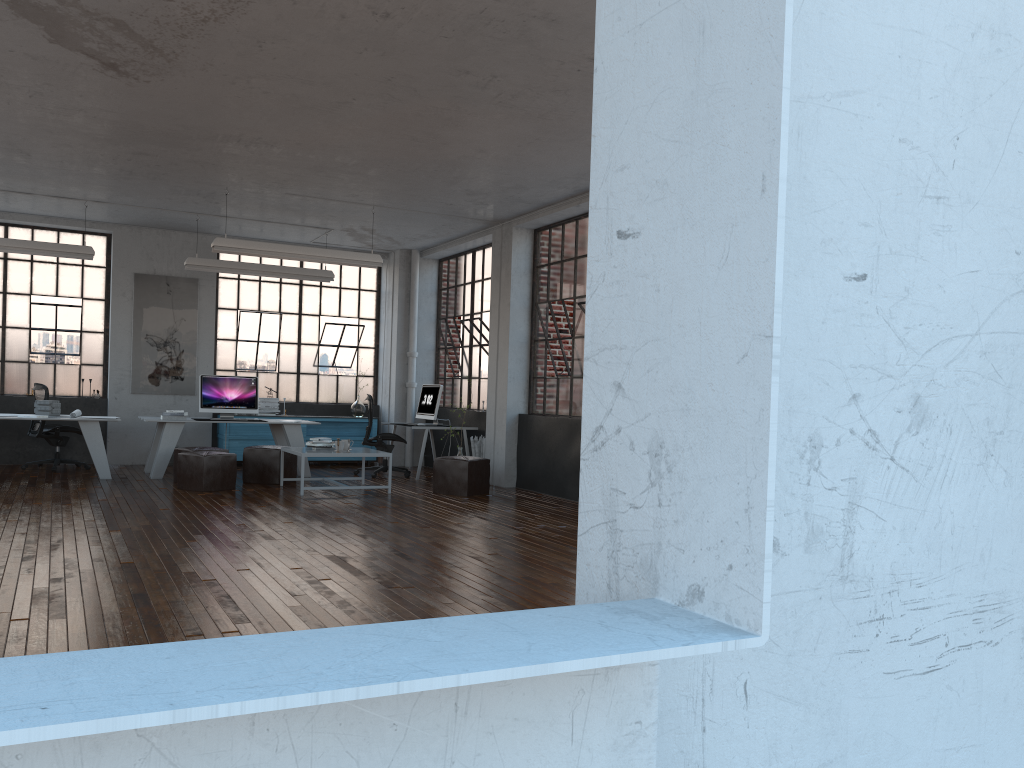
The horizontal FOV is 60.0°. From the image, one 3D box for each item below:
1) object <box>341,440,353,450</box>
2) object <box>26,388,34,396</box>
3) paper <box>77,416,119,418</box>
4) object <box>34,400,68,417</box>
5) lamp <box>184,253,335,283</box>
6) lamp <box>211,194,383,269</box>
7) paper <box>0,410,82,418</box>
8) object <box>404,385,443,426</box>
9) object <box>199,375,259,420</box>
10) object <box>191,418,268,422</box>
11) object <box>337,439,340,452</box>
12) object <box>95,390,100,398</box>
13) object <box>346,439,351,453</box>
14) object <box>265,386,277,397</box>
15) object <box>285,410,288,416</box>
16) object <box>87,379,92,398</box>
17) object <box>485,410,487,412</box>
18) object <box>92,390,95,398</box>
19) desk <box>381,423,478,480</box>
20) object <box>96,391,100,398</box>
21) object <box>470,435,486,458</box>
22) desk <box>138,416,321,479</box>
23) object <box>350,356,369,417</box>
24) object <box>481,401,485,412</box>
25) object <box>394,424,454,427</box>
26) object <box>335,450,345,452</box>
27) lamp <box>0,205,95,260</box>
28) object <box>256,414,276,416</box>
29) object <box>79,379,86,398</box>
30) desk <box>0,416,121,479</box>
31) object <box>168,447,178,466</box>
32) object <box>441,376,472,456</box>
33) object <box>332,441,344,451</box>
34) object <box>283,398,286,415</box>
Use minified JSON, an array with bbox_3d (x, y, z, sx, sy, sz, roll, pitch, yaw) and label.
[{"bbox_3d":[-1.871,0.689,10.053,0.129,0.109,0.100,2,0,-19],"label":"object"},{"bbox_3d":[-6.381,0.106,11.799,0.124,0.100,0.124,2,0,-5],"label":"object"},{"bbox_3d":[-4.858,0.392,10.427,0.429,0.001,0.484,2,-1,-17],"label":"paper"},{"bbox_3d":[-5.469,0.286,10.449,0.416,0.183,0.389,2,0,3],"label":"object"},{"bbox_3d":[-3.223,-1.499,11.426,1.878,0.205,0.202,2,0,-27],"label":"lamp"},{"bbox_3d":[-2.349,-1.696,9.856,1.878,0.629,0.202,2,0,-27],"label":"lamp"},{"bbox_3d":[-5.647,0.334,10.434,1.075,0.105,0.975,2,-1,-27],"label":"paper"},{"bbox_3d":[-1.198,0.281,12.047,0.377,0.553,0.714,2,0,-26],"label":"object"},{"bbox_3d":[-3.538,0.171,11.124,0.714,0.553,0.377,2,0,-26],"label":"object"},{"bbox_3d":[-3.547,0.454,11.125,0.848,0.008,0.687,2,-1,-26],"label":"object"},{"bbox_3d":[-1.882,0.666,9.602,0.052,0.148,0.052,2,1,13],"label":"object"},{"bbox_3d":[-5.670,0.136,12.125,0.058,0.117,0.032,2,1,-13],"label":"object"},{"bbox_3d":[-1.770,0.668,9.624,0.055,0.153,0.055,2,1,39],"label":"object"},{"bbox_3d":[-3.530,0.114,12.972,0.177,0.161,0.092,2,0,31],"label":"object"},{"bbox_3d":[-3.323,0.420,13.004,0.088,0.085,0.088,2,0,-23],"label":"object"},{"bbox_3d":[-5.761,0.062,12.111,0.085,0.260,0.085,2,1,26],"label":"object"},{"bbox_3d":[-0.328,0.291,11.834,0.066,0.160,0.066,2,1,4],"label":"object"},{"bbox_3d":[-5.732,0.135,12.157,0.058,0.117,0.032,2,1,24],"label":"object"},{"bbox_3d":[-1.155,0.902,12.090,0.933,0.688,1.226,2,0,-27],"label":"desk"},{"bbox_3d":[-5.692,0.144,12.197,0.058,0.102,0.032,2,1,8],"label":"object"},{"bbox_3d":[-0.382,0.948,11.445,0.293,0.628,0.274,2,1,15],"label":"object"},{"bbox_3d":[-3.608,0.803,11.288,2.078,0.704,1.074,2,0,-27],"label":"desk"},{"bbox_3d":[-2.264,0.037,13.448,0.433,0.940,0.232,2,1,44],"label":"object"},{"bbox_3d":[-0.384,0.293,11.859,0.055,0.153,0.055,2,1,22],"label":"object"},{"bbox_3d":[-1.211,0.564,12.052,0.687,0.008,0.848,2,-1,-26],"label":"object"},{"bbox_3d":[-1.896,0.739,9.782,0.137,0.003,0.137,2,-1,-6],"label":"object"},{"bbox_3d":[-5.784,-1.827,10.100,1.878,0.629,0.202,2,0,-27],"label":"lamp"},{"bbox_3d":[-3.547,0.445,12.755,0.253,0.014,0.187,2,-1,-27],"label":"object"},{"bbox_3d":[-5.851,0.058,12.083,0.085,0.260,0.085,2,1,26],"label":"object"},{"bbox_3d":[-5.670,0.717,10.224,2.057,0.697,1.064,2,0,-27],"label":"desk"},{"bbox_3d":[-4.770,0.967,12.239,0.292,0.308,0.292,2,0,1],"label":"object"},{"bbox_3d":[-0.641,0.558,10.544,0.330,1.340,0.618,2,1,9],"label":"object"},{"bbox_3d":[-1.915,0.684,9.775,0.129,0.109,0.100,2,0,-19],"label":"object"},{"bbox_3d":[-3.379,0.334,13.159,0.084,0.256,0.084,2,1,40],"label":"object"}]
